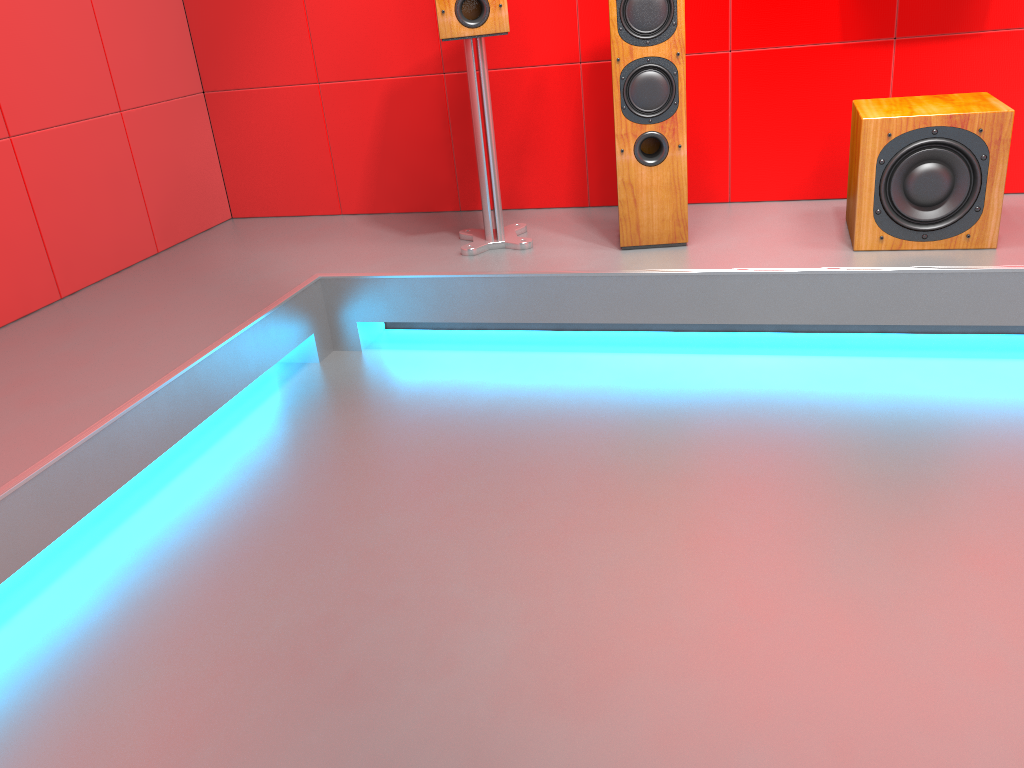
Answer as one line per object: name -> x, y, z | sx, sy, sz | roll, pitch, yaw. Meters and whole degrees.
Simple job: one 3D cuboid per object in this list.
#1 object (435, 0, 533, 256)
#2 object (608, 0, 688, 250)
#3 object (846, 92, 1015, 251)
object -> -0.105, -0.949, 2.713 | 0.231, 1.058, 0.265 | -7, 24, -2
object -> 0.391, -0.933, 2.569 | 0.203, 1.052, 0.238 | -3, 24, 7
object -> 1.152, -0.599, 2.495 | 0.360, 0.360, 0.360 | 1, 25, 16
